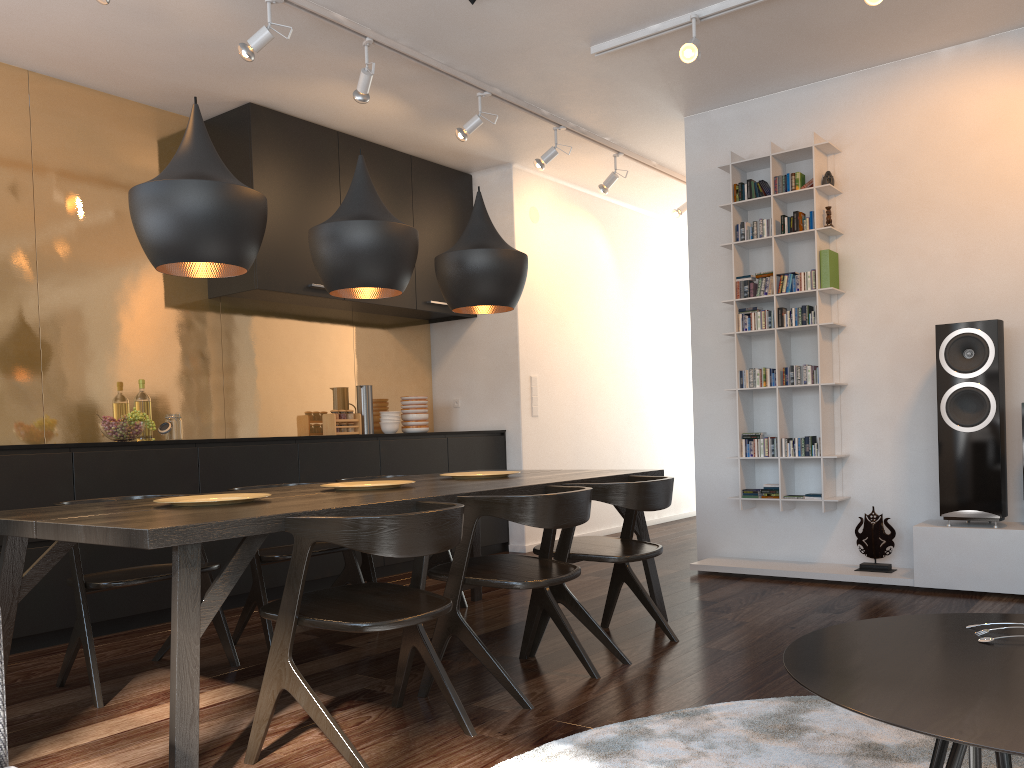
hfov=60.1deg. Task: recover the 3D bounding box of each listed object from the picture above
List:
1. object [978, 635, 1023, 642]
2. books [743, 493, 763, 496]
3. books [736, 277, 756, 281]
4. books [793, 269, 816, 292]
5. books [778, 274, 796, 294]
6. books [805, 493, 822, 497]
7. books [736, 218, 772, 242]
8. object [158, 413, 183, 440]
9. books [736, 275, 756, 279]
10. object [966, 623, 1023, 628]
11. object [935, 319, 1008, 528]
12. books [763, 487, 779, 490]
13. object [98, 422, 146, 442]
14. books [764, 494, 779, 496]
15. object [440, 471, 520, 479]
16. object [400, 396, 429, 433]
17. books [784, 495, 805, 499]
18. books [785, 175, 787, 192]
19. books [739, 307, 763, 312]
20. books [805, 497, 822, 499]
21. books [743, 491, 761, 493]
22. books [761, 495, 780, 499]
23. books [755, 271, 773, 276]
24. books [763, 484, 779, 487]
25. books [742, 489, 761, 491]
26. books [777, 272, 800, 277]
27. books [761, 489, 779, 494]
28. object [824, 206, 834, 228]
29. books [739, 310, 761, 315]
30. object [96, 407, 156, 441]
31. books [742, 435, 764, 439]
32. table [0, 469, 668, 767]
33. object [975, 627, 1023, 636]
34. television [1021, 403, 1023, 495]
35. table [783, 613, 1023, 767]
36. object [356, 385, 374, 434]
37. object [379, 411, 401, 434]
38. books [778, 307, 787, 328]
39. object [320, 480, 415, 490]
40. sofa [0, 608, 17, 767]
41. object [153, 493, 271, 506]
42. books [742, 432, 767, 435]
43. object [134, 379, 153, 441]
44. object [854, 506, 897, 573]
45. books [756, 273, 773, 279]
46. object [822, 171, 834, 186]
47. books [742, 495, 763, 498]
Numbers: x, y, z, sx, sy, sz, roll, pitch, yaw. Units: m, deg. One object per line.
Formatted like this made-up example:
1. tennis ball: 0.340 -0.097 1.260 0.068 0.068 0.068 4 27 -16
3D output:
1. object: 0.883 0.447 1.553 0.124 0.010 0.026 -2 -3 4
2. books: 1.398 0.638 5.129 0.092 0.014 0.069 -4 -4 37
3. books: 1.355 -0.601 5.119 0.092 0.014 0.069 -4 -4 37
4. books: 1.644 -0.568 4.917 0.137 0.112 0.122 -3 -2 37
5. books: 1.551 -0.558 4.975 0.088 0.107 0.096 -2 -1 37
6. books: 1.689 0.619 4.918 0.093 0.014 0.069 -5 -4 43
7. books: 1.412 -0.879 5.082 0.222 0.112 0.108 -4 -2 37
8. object: -1.844 0.230 4.791 0.088 0.151 0.176 -2 -1 14
9. books: 1.355 -0.615 5.114 0.093 0.014 0.069 -5 -4 43
10. object: 0.933 0.448 1.635 0.168 0.015 0.015 -3 -1 24
11. object: 2.304 0.203 4.415 0.295 1.003 0.280 -1 1 37
12. books: 1.495 0.594 5.054 0.092 0.014 0.069 -4 -4 37
13. object: -1.926 0.238 4.375 0.218 0.097 0.219 -2 -2 -5
14. books: 1.496 0.631 5.054 0.092 0.014 0.069 -4 -4 37
15. object: -0.138 0.399 3.868 0.356 0.017 0.355 -5 -4 41
16. object: -0.705 0.224 6.408 0.198 0.264 0.198 -2 0 12
17. books: 1.611 0.639 5.011 0.112 0.012 0.093 -4 -4 37
18. books: 1.543 -1.111 4.954 0.012 0.107 0.069 -1 0 37
19. books: 1.389 -0.428 5.139 0.112 0.022 0.096 -4 -4 37
20. books: 1.689 0.633 4.923 0.092 0.014 0.069 -4 -4 37
21. books: 1.395 0.625 5.129 0.092 0.015 0.069 -4 -4 37
22. books: 1.492 0.647 5.061 0.107 0.016 0.069 -4 -4 37
23. books: 1.457 -0.627 5.040 0.112 0.014 0.093 -4 -4 37
24. books: 1.495 0.580 5.054 0.092 0.014 0.069 -4 -4 37
25. books: 1.400 0.615 5.127 0.107 0.009 0.069 -4 -4 37
26. books: 1.550 -0.615 4.965 0.107 0.008 0.069 -4 -4 37
27. books: 1.488 0.613 5.057 0.107 0.023 0.069 -4 -3 37
28. object: 1.749 -0.914 4.879 0.045 0.140 0.064 -2 1 28
29. books: 1.389 -0.412 5.135 0.112 0.012 0.093 -4 -4 37
30. object: -1.909 0.199 4.375 0.178 0.173 0.239 -2 -2 22
31. books: 1.401 0.307 5.133 0.107 0.023 0.069 -4 -3 37
32. table: -0.490 0.730 3.334 1.108 0.679 2.499 -3 -3 37
33. object: 0.925 0.445 1.593 0.163 0.016 0.025 -3 -2 12
34. television: 2.819 0.366 4.046 0.345 0.601 0.790 -2 -1 -34
35. table: 0.871 0.679 1.376 0.848 0.473 0.846 -4 -3 39
36. object: -1.008 0.182 6.139 0.114 0.340 0.164 -1 1 40
37. object: -0.860 0.272 6.239 0.157 0.160 0.154 -2 -1 -25
38. books: 1.530 -0.371 5.001 0.029 0.115 0.074 -1 0 37
39. object: -0.542 0.383 3.336 0.356 0.017 0.356 -3 -3 18
40. sofa: 0.330 0.552 0.488 3.072 0.672 2.038 -4 -3 37
41. object: -0.947 0.368 2.805 0.356 0.017 0.355 -5 -4 41
42. books: 1.412 0.290 5.145 0.112 0.012 0.093 -4 -4 37
43. object: -2.016 0.145 4.831 0.092 0.340 0.092 -2 1 4
44. object: 1.954 0.831 4.762 0.213 0.351 0.121 -2 1 38
45. books: 1.451 -0.613 5.033 0.107 0.018 0.069 -4 -4 37
46. object: 1.744 -1.123 4.877 0.064 0.101 0.060 -2 0 14
47. books: 1.398 0.652 5.129 0.098 0.015 0.074 -4 -4 37
